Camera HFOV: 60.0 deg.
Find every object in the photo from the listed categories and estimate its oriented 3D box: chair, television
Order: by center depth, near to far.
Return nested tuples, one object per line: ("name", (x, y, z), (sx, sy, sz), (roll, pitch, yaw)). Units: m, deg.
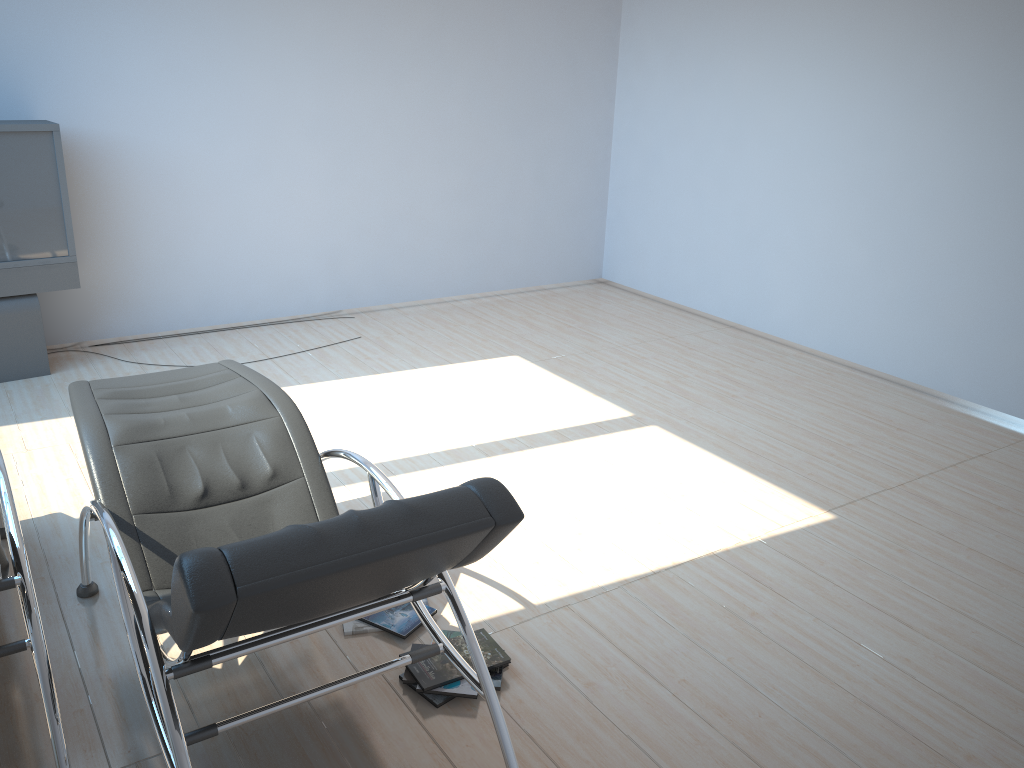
("chair", (-1.906, 0.324, 2.546), (0.836, 1.251, 1.938), (-11, 24, -32))
("chair", (-0.818, 0.465, 2.716), (0.836, 0.953, 2.114), (-11, 24, -32))
("television", (-3.340, -0.679, 4.866), (1.686, 1.446, 0.400), (-13, 25, -37))

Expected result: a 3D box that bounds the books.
("books", (-2.072, 0.354, 3.957), (4.790, 0.222, 1.045), (11, 22, 22))
